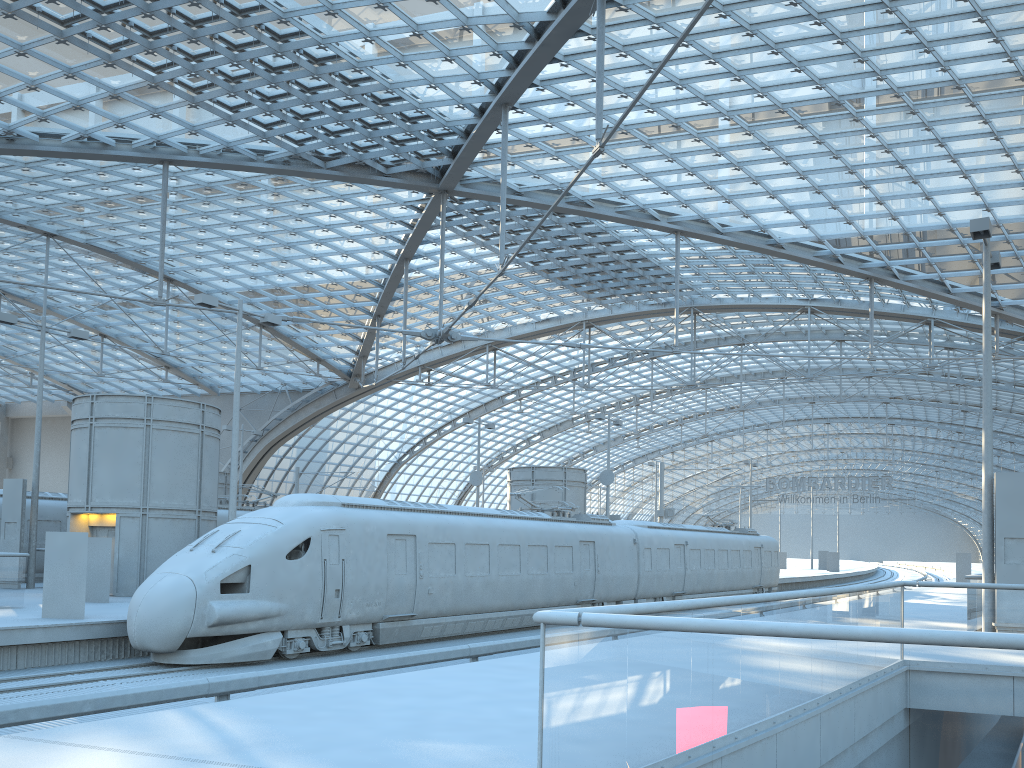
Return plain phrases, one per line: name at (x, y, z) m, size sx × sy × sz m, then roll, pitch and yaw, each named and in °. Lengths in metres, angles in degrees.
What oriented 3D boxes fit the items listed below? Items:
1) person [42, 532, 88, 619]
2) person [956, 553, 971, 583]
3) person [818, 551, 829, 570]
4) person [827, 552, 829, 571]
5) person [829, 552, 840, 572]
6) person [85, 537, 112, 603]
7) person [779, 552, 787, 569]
person at (-8.567, 3.693, 16.869) m, size 0.875 × 1.695 × 0.001 m, roll 1°, pitch -3°, yaw 6°
person at (25.776, 10.524, 50.070) m, size 0.001 × 1.787 × 0.905 m, roll 3°, pitch -5°, yaw -32°
person at (28.806, 16.365, 81.506) m, size 0.901 × 1.788 × 0.001 m, roll -1°, pitch -4°, yaw 27°
person at (28.053, 15.581, 76.997) m, size 0.876 × 1.695 × 0.001 m, roll -2°, pitch -4°, yaw 32°
person at (26.973, 14.924, 73.485) m, size 0.828 × 1.721 × 0.001 m, roll -2°, pitch -4°, yaw 32°
person at (-9.980, 4.503, 21.177) m, size 0.710 × 1.602 × 0.001 m, roll 0°, pitch -3°, yaw 12°
person at (24.672, 16.112, 80.025) m, size 0.712 × 1.602 × 0.001 m, roll -2°, pitch -4°, yaw 37°
